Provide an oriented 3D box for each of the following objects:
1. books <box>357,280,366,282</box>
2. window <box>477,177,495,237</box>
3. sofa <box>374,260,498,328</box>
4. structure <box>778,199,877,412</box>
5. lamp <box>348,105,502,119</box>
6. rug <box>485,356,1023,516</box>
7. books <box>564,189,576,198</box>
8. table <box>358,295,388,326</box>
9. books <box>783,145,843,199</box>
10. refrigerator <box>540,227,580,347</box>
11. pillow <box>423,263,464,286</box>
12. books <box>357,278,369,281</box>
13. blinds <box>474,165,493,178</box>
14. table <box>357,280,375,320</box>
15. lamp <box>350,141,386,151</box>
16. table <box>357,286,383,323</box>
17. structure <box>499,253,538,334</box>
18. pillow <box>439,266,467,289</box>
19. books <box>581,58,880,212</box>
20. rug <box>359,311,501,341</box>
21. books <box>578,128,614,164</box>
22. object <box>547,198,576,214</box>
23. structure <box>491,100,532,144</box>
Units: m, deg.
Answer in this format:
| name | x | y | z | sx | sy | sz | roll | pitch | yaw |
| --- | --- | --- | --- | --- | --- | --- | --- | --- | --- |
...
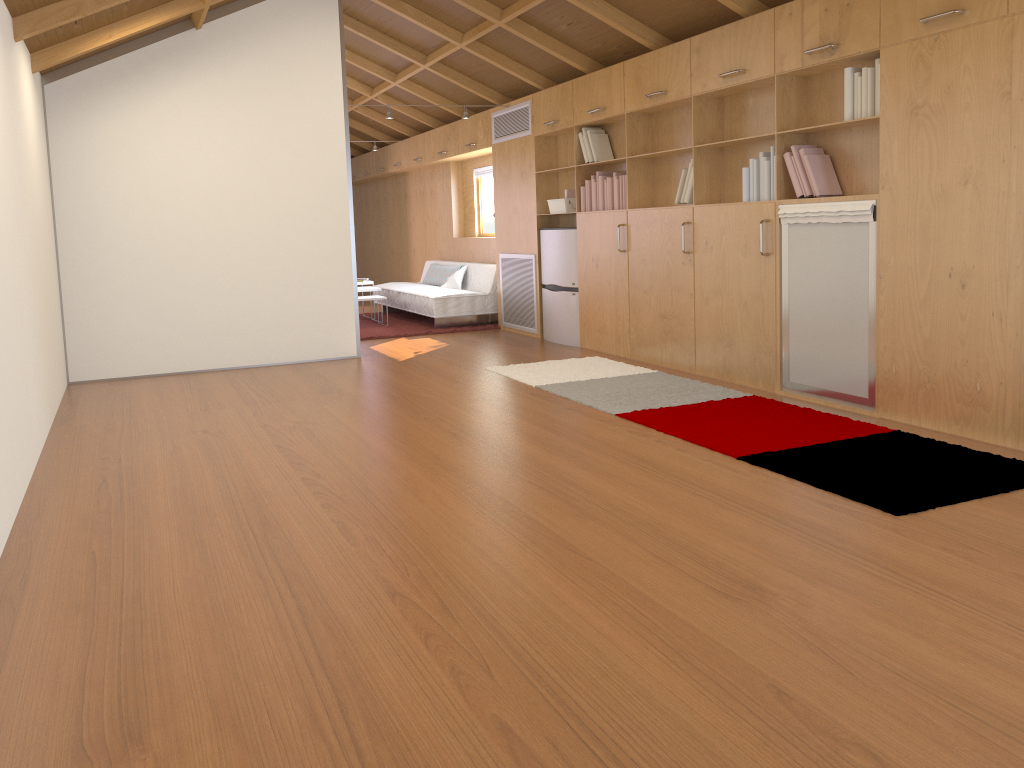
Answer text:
| name | x | y | z | sx | sy | sz | roll | pitch | yaw |
| --- | --- | --- | --- | --- | --- | --- | --- | --- | --- |
| books | -1.758 | -1.161 | 9.999 | 0.193 | 0.016 | 0.154 | -1 | 10 | 6 |
| window | -0.077 | -2.000 | 9.622 | 0.035 | 0.783 | 1.507 | -4 | 9 | -23 |
| sofa | -0.863 | -1.041 | 9.961 | 0.865 | 0.623 | 2.372 | -6 | 10 | -23 |
| structure | 1.783 | -0.445 | 4.753 | 0.316 | 1.070 | 0.730 | -5 | 8 | -23 |
| lamp | -1.782 | -2.340 | 7.498 | 3.838 | 0.151 | 0.073 | -6 | 8 | -23 |
| rug | 0.972 | 0.123 | 4.852 | 0.919 | 0.011 | 3.749 | -6 | 11 | -23 |
| books | 0.515 | -1.547 | 7.458 | 0.150 | 0.191 | 0.089 | -5 | 7 | -23 |
| table | -1.532 | -0.765 | 9.351 | 0.342 | 0.306 | 0.372 | -6 | 9 | -23 |
| books | 1.655 | -1.174 | 4.879 | 0.176 | 0.294 | 0.281 | -5 | 8 | -23 |
| refrigerator | 0.479 | -0.853 | 7.626 | 0.262 | 0.979 | 0.718 | -5 | 8 | -23 |
| pillow | -0.816 | -1.262 | 10.270 | 0.172 | 0.249 | 1.049 | -5 | 10 | -23 |
| books | -1.739 | -1.192 | 10.081 | 0.193 | 0.016 | 0.154 | -3 | 10 | -4 |
| blinds | -0.136 | -2.329 | 9.568 | 0.048 | 0.110 | 1.508 | -5 | 10 | -23 |
| table | -1.880 | -0.957 | 10.131 | 0.486 | 0.434 | 0.528 | -6 | 9 | -23 |
| lamp | -3.063 | -2.815 | 10.412 | 3.838 | 0.151 | 0.073 | -6 | 8 | -23 |
| table | -1.694 | -0.861 | 9.713 | 0.425 | 0.380 | 0.462 | -6 | 9 | -23 |
| structure | 0.055 | -0.871 | 8.375 | 0.013 | 0.715 | 0.825 | -4 | 9 | -23 |
| pillow | -0.636 | -1.163 | 9.670 | 0.346 | 0.250 | 0.269 | 3 | 10 | 30 |
| books | 1.253 | -1.496 | 5.745 | 0.189 | 0.652 | 3.132 | -5 | 10 | -23 |
| rug | -1.225 | -0.670 | 9.711 | 1.890 | 0.020 | 2.499 | -6 | 11 | -23 |
| books | 0.669 | -1.903 | 7.057 | 0.176 | 0.294 | 0.281 | -5 | 8 | -23 |
| object | 0.464 | -1.523 | 7.574 | 0.203 | 0.121 | 0.352 | -6 | 10 | -23 |
| structure | -0.010 | -2.432 | 8.241 | 0.013 | 0.298 | 0.909 | -4 | 10 | -23 |
